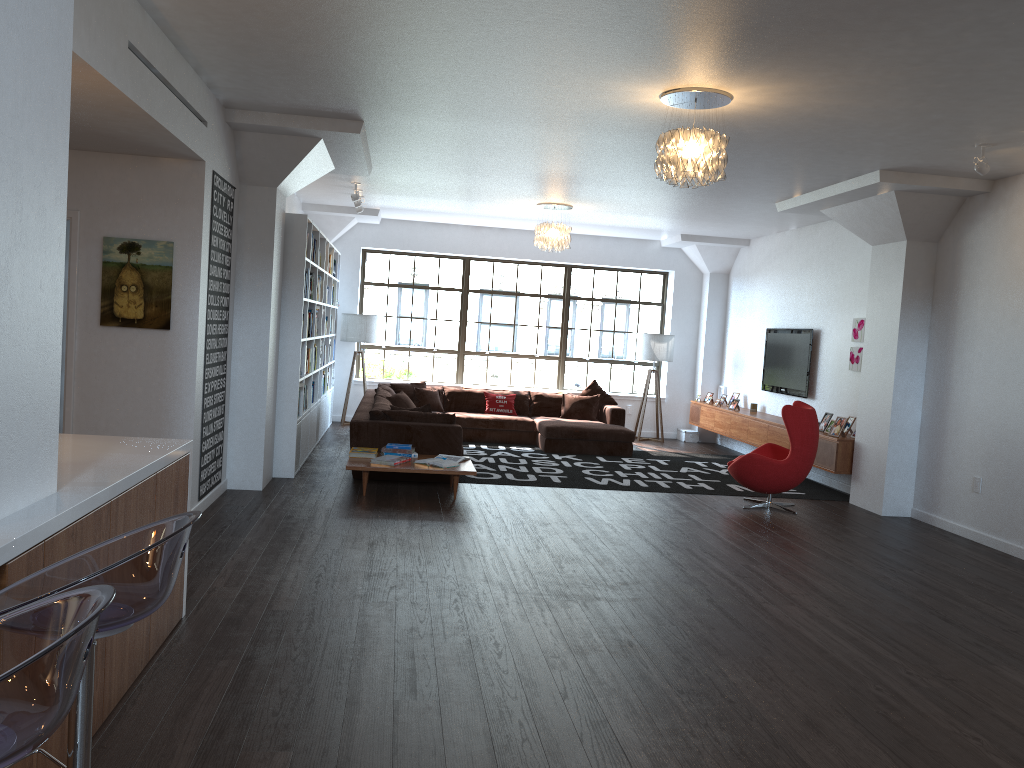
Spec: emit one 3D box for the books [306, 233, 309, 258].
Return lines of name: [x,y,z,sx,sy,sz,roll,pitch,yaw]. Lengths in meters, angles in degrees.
books: [-2.026,-1.315,8.411,0.170,0.251,0.118,3,3,-7]

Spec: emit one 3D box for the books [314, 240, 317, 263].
books: [-2.113,-1.364,9.143,0.182,0.255,0.077,3,3,-7]

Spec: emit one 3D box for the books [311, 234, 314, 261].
books: [-2.087,-1.362,8.851,0.197,0.290,0.136,3,3,-7]

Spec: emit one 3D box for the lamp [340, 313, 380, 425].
lamp: [-2.204,-0.205,12.703,0.545,1.579,0.545,3,4,-18]

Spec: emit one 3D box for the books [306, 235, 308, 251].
books: [-2.011,-1.295,8.339,0.161,0.222,0.084,3,3,-7]

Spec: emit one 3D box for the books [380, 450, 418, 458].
books: [-1.041,0.642,8.166,0.312,0.037,0.216,3,4,-17]

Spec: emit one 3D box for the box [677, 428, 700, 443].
box: [2.666,0.780,13.435,0.228,0.165,0.368,3,3,-7]

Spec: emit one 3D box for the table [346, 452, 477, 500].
table: [-0.906,0.821,7.913,1.100,0.271,0.853,3,3,-7]

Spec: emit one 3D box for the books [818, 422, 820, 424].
books: [3.370,0.447,10.245,0.250,0.053,0.400,3,3,-7]

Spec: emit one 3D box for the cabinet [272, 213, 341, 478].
cabinet: [-2.437,-0.497,10.302,0.461,2.414,4.500,3,3,-7]

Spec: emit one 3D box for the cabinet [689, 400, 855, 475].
cabinet: [3.168,0.583,11.077,0.459,0.350,4.501,3,3,-7]

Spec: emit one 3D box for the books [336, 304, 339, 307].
books: [-2.568,-1.100,12.283,0.284,0.035,0.197,5,4,23]

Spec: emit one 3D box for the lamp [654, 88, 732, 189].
lamp: [1.115,-1.498,5.480,0.441,0.539,0.442,6,4,35]

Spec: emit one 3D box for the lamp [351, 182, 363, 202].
lamp: [-1.720,-2.110,9.761,0.111,0.211,0.120,5,4,27]

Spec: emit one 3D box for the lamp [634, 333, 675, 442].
lamp: [2.079,0.048,13.151,0.545,1.579,0.545,4,3,4]

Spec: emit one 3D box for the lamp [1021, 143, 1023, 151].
lamp: [3.358,-1.536,5.711,0.111,0.211,0.120,7,5,42]

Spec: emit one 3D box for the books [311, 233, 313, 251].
books: [-2.075,-1.358,8.789,0.176,0.293,0.125,3,3,-7]

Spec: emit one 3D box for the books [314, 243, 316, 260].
books: [-2.099,-1.351,9.043,0.174,0.243,0.085,3,3,-7]

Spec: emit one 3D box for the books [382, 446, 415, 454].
books: [-1.044,0.606,8.167,0.279,0.035,0.191,4,3,3]

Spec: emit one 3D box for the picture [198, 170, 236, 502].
picture: [-2.239,-0.359,6.756,0.021,2.380,0.800,3,3,-7]

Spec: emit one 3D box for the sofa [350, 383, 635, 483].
sofa: [-0.072,0.521,10.559,3.481,0.664,4.197,3,3,-7]

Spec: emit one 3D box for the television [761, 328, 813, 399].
television: [3.390,-0.279,10.981,0.013,0.816,1.324,3,3,-8]

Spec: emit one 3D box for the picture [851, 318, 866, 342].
picture: [3.672,-0.569,9.374,0.030,0.250,0.250,3,3,-7]

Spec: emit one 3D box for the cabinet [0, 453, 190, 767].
cabinet: [-1.726,0.848,1.965,0.898,0.796,4.493,3,3,-7]

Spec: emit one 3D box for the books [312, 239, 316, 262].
books: [-2.084,-1.349,8.957,0.182,0.253,0.098,3,3,-7]

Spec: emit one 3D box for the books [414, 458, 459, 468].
books: [-0.662,0.688,7.801,0.342,0.040,0.231,6,4,33]

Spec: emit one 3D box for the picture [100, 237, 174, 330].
picture: [-2.553,-0.683,6.038,0.450,0.600,0.030,3,3,-7]

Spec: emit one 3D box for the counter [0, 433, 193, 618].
counter: [-0.618,0.987,0.472,3.039,0.860,8.182,1,4,-37]

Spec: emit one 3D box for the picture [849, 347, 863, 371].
picture: [3.652,-0.264,9.393,0.030,0.250,0.250,3,3,-7]

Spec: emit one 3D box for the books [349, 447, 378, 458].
books: [-1.348,0.624,8.066,0.241,0.045,0.334,3,3,-6]

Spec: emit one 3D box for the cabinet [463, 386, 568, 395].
cabinet: [0.022,0.397,13.089,1.520,0.625,0.350,3,3,-7]

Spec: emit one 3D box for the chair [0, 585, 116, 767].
chair: [-0.901,0.834,1.383,0.481,1.014,0.530,3,3,-9]

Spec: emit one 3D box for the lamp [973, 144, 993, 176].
lamp: [3.296,-1.570,6.212,0.111,0.211,0.120,5,4,27]

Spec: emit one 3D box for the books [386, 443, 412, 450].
books: [-1.037,0.575,8.164,0.224,0.027,0.157,4,3,-2]

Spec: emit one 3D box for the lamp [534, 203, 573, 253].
lamp: [0.488,-1.837,10.491,0.441,0.539,0.442,6,4,35]

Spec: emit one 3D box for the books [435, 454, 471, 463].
books: [-0.551,0.675,8.161,0.256,0.035,0.350,5,4,18]

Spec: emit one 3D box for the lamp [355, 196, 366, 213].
lamp: [-1.846,-2.178,10.776,0.120,0.211,0.111,2,4,-33]

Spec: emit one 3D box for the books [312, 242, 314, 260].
books: [-2.083,-1.345,8.924,0.159,0.248,0.089,3,3,-7]

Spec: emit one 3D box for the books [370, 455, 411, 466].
books: [-1.061,0.666,7.759,0.236,0.035,0.340,5,4,18]

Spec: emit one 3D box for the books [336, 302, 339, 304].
books: [-2.566,-1.134,12.281,0.284,0.033,0.197,4,3,8]

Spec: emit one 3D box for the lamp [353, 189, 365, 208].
lamp: [-1.782,-2.144,10.262,0.111,0.211,0.120,7,5,42]

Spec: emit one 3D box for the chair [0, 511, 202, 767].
chair: [-0.979,0.792,2.007,0.481,1.014,0.530,3,3,-5]

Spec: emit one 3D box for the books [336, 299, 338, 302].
books: [-2.561,-1.166,12.275,0.254,0.032,0.174,6,4,28]

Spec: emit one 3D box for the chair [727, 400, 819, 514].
chair: [2.444,0.648,8.326,0.801,1.006,0.798,5,4,18]
